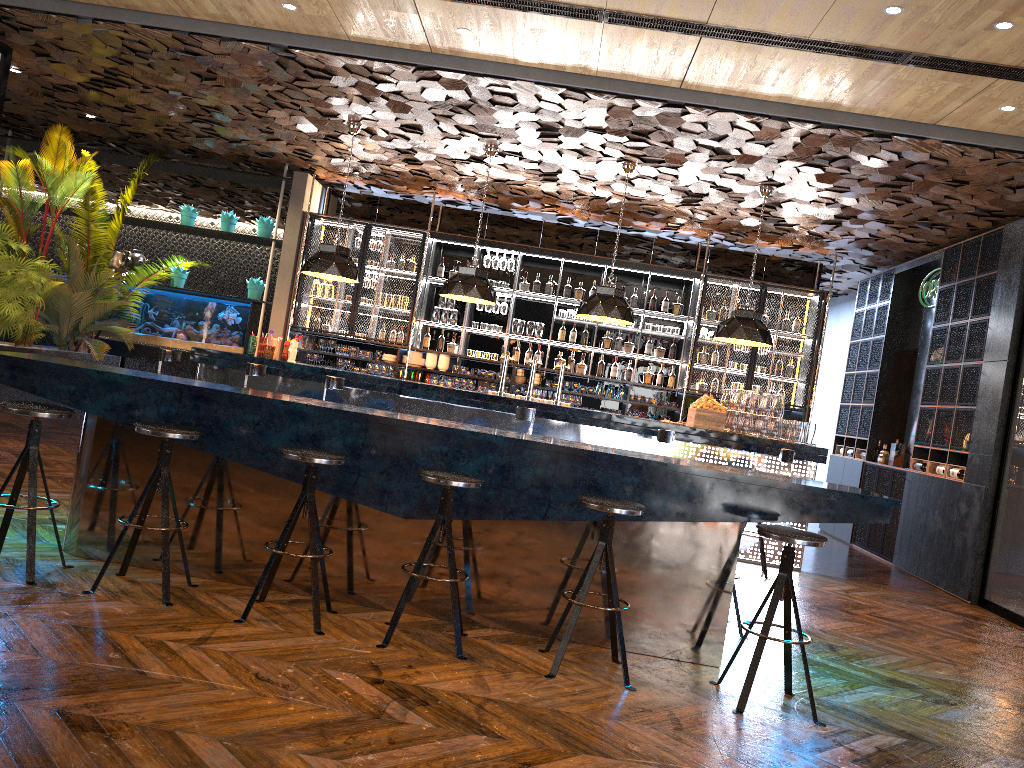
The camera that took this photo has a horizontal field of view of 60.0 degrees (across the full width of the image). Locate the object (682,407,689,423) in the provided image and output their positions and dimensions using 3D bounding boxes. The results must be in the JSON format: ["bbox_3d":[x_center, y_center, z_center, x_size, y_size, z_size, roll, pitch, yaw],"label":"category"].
[{"bbox_3d":[2.235,0.452,11.319,0.186,0.307,0.186,9,0,8],"label":"object"}]

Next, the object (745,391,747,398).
[{"bbox_3d":[2.276,0.175,8.547,0.105,0.209,0.105,9,0,28],"label":"object"}]

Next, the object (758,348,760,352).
[{"bbox_3d":[3.119,-0.522,11.287,0.092,0.244,0.092,9,0,-3],"label":"object"}]

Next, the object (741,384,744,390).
[{"bbox_3d":[2.984,0.108,11.349,0.105,0.209,0.105,9,0,-12],"label":"object"}]

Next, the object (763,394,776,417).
[{"bbox_3d":[2.449,0.202,8.425,0.105,0.209,0.105,9,0,28],"label":"object"}]

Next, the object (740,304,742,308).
[{"bbox_3d":[2.926,-0.886,11.392,0.083,0.282,0.083,9,0,3],"label":"object"}]

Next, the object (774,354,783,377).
[{"bbox_3d":[3.423,-0.237,11.365,0.086,0.299,0.086,9,0,-39],"label":"object"}]

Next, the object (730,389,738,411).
[{"bbox_3d":[2.165,0.157,8.546,0.105,0.209,0.105,9,0,28],"label":"object"}]

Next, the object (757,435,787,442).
[{"bbox_3d":[2.444,0.511,8.500,0.273,0.019,0.437,9,0,3],"label":"object"}]

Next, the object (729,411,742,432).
[{"bbox_3d":[2.114,0.359,8.369,0.105,0.209,0.105,9,0,28],"label":"object"}]

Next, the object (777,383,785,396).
[{"bbox_3d":[3.449,0.137,11.369,0.086,0.298,0.086,9,0,-39],"label":"object"}]

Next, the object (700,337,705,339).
[{"bbox_3d":[2.446,-0.619,11.333,0.089,0.092,0.089,9,0,28],"label":"object"}]

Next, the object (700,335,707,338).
[{"bbox_3d":[2.449,-0.641,11.333,0.089,0.092,0.089,9,0,28],"label":"object"}]

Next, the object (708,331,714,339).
[{"bbox_3d":[2.554,-0.622,11.353,0.089,0.092,0.089,9,0,28],"label":"object"}]

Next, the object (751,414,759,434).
[{"bbox_3d":[2.401,0.408,8.813,0.105,0.209,0.105,9,0,28],"label":"object"}]

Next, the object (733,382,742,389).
[{"bbox_3d":[2.862,0.088,11.292,0.105,0.209,0.105,9,0,-12],"label":"object"}]

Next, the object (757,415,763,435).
[{"bbox_3d":[2.410,0.407,8.479,0.105,0.209,0.105,9,0,28],"label":"object"}]

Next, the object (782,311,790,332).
[{"bbox_3d":[3.513,-0.791,11.365,0.083,0.282,0.083,9,0,18],"label":"object"}]

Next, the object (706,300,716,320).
[{"bbox_3d":[2.566,-0.940,11.395,0.123,0.279,0.123,9,0,11],"label":"object"}]

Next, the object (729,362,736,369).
[{"bbox_3d":[2.806,-0.233,11.305,0.089,0.092,0.089,9,0,-13],"label":"object"}]

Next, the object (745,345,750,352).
[{"bbox_3d":[3.021,-0.538,11.292,0.092,0.244,0.092,9,0,-3],"label":"object"}]

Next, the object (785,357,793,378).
[{"bbox_3d":[3.556,-0.207,11.355,0.083,0.282,0.083,9,0,13],"label":"object"}]

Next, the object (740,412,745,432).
[{"bbox_3d":[2.239,0.380,8.486,0.105,0.209,0.105,9,0,28],"label":"object"}]

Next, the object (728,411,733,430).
[{"bbox_3d":[2.131,0.363,8.484,0.105,0.209,0.105,9,0,28],"label":"object"}]

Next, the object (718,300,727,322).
[{"bbox_3d":[2.717,-0.927,11.405,0.086,0.297,0.086,9,0,-39],"label":"object"}]

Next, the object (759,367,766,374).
[{"bbox_3d":[3.199,-0.170,11.328,0.089,0.092,0.089,9,0,-13],"label":"object"}]

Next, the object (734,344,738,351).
[{"bbox_3d":[2.920,-0.553,11.461,0.092,0.244,0.092,9,0,-3],"label":"object"}]

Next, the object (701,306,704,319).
[{"bbox_3d":[2.424,-0.973,11.421,0.086,0.299,0.086,9,0,-39],"label":"object"}]

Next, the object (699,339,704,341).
[{"bbox_3d":[2.474,-0.614,11.476,0.089,0.092,0.089,9,0,26],"label":"object"}]

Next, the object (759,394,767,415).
[{"bbox_3d":[2.445,0.202,8.542,0.105,0.209,0.105,9,0,28],"label":"object"}]

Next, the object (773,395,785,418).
[{"bbox_3d":[2.539,0.216,8.426,0.105,0.209,0.105,9,0,28],"label":"object"}]

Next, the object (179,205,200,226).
[{"bbox_3d":[-4.257,-2.206,11.644,0.265,0.325,0.245,9,0,-33],"label":"object"}]

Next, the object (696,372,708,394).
[{"bbox_3d":[2.441,-0.014,11.388,0.123,0.279,0.123,9,0,-8],"label":"object"}]

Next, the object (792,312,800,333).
[{"bbox_3d":[3.654,-0.777,11.386,0.086,0.298,0.086,9,0,-34],"label":"object"}]

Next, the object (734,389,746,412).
[{"bbox_3d":[2.169,0.157,8.429,0.105,0.209,0.105,9,0,28],"label":"object"}]

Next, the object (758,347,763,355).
[{"bbox_3d":[3.228,-0.504,11.447,0.092,0.244,0.092,9,0,-3],"label":"object"}]

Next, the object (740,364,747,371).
[{"bbox_3d":[2.960,-0.208,11.355,0.089,0.092,0.089,9,0,3],"label":"object"}]

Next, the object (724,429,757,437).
[{"bbox_3d":[2.165,0.466,8.504,0.273,0.019,0.437,9,0,3],"label":"object"}]

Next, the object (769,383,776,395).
[{"bbox_3d":[3.324,0.124,11.361,0.083,0.282,0.083,9,0,-12],"label":"object"}]

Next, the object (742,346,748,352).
[{"bbox_3d":[3.028,-0.536,11.456,0.092,0.244,0.092,9,0,-3],"label":"object"}]

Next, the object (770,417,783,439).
[{"bbox_3d":[2.503,0.422,8.373,0.105,0.209,0.105,9,0,28],"label":"object"}]

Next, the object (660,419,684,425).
[{"bbox_3d":[1.511,0.361,8.422,0.198,0.045,0.377,9,0,41],"label":"object"}]

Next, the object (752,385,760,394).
[{"bbox_3d":[3.088,0.124,11.284,0.105,0.209,0.105,9,0,-12],"label":"object"}]

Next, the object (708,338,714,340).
[{"bbox_3d":[2.551,-0.602,11.353,0.089,0.092,0.089,9,0,28],"label":"object"}]

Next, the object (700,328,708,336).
[{"bbox_3d":[2.454,-0.667,11.333,0.089,0.092,0.089,9,0,28],"label":"object"}]

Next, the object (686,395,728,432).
[{"bbox_3d":[1.885,0.267,8.503,0.340,0.332,0.464,9,0,6],"label":"object"}]

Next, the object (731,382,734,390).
[{"bbox_3d":[2.860,0.088,11.407,0.105,0.209,0.105,9,0,-12],"label":"object"}]

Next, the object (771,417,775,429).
[{"bbox_3d":[2.518,0.425,8.482,0.105,0.209,0.105,9,0,28],"label":"object"}]

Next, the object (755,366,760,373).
[{"bbox_3d":[3.098,-0.186,11.287,0.089,0.092,0.089,9,0,-13],"label":"object"}]

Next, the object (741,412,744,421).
[{"bbox_3d":[2.252,0.383,8.608,0.105,0.209,0.105,9,0,28],"label":"object"}]

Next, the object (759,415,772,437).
[{"bbox_3d":[2.393,0.404,8.365,0.105,0.209,0.105,9,0,28],"label":"object"}]

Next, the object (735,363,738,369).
[{"bbox_3d":[2.848,-0.225,11.403,0.089,0.092,0.089,9,0,-31],"label":"object"}]

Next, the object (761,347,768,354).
[{"bbox_3d":[3.221,-0.506,11.282,0.092,0.244,0.092,9,0,-3],"label":"object"}]

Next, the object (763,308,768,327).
[{"bbox_3d":[3.235,-0.837,11.378,0.083,0.282,0.083,9,0,-12],"label":"object"}]

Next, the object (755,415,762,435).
[{"bbox_3d":[2.415,0.409,8.598,0.105,0.209,0.105,9,0,28],"label":"object"}]

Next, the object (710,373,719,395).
[{"bbox_3d":[2.611,0.002,11.397,0.086,0.299,0.086,9,0,-39],"label":"object"}]

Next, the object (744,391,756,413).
[{"bbox_3d":[2.259,0.171,8.430,0.105,0.209,0.105,9,0,28],"label":"object"}]

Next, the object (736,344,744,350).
[{"bbox_3d":[2.913,-0.555,11.297,0.092,0.244,0.092,9,0,-3],"label":"object"}]

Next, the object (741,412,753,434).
[{"bbox_3d":[2.224,0.377,8.377,0.105,0.209,0.105,9,0,28],"label":"object"}]
